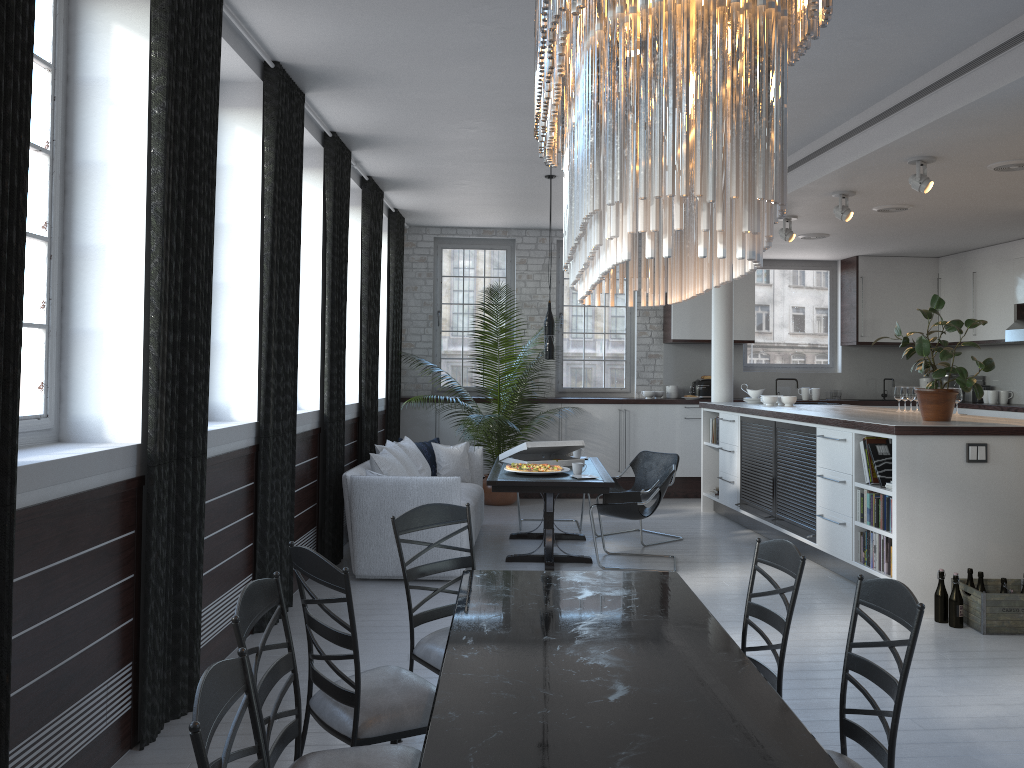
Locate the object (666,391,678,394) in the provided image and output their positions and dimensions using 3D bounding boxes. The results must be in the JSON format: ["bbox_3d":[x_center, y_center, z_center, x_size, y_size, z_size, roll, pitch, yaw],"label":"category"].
[{"bbox_3d":[2.007,0.118,11.106,0.154,0.074,0.153,1,0,-2],"label":"object"}]

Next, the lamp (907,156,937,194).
[{"bbox_3d":[2.808,-1.421,6.069,0.183,0.239,0.183,1,-1,-1],"label":"lamp"}]

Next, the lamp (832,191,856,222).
[{"bbox_3d":[2.708,-1.439,7.228,0.183,0.239,0.183,1,-1,-1],"label":"lamp"}]

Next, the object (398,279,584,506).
[{"bbox_3d":[-0.347,0.092,10.088,1.922,2.624,2.399,0,-1,43],"label":"object"}]

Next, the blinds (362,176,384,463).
[{"bbox_3d":[-1.338,-0.264,8.491,0.111,3.316,0.739,1,-1,1],"label":"blinds"}]

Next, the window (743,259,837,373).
[{"bbox_3d":[3.590,-0.884,11.505,1.298,1.459,0.133,1,-1,-5],"label":"window"}]

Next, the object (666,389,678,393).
[{"bbox_3d":[2.007,0.088,11.106,0.153,0.062,0.153,1,1,25],"label":"object"}]

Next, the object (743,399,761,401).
[{"bbox_3d":[2.642,0.181,9.604,0.262,0.028,0.261,1,1,19],"label":"object"}]

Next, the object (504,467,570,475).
[{"bbox_3d":[0.201,0.700,7.110,0.532,0.042,0.532,0,1,-8],"label":"object"}]

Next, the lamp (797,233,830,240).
[{"bbox_3d":[3.228,-1.579,9.493,0.328,0.025,0.328,0,1,-30],"label":"lamp"}]

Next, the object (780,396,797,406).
[{"bbox_3d":[2.771,0.173,8.872,0.156,0.093,0.156,1,0,10],"label":"object"}]

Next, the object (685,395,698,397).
[{"bbox_3d":[2.191,0.158,10.801,0.136,0.044,0.138,0,1,-43],"label":"object"}]

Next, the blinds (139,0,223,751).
[{"bbox_3d":[-1.433,-0.196,3.862,0.088,3.316,0.622,1,-1,1],"label":"blinds"}]

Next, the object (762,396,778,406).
[{"bbox_3d":[2.602,0.170,8.933,0.156,0.093,0.156,1,0,-5],"label":"object"}]

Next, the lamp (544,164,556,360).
[{"bbox_3d":[0.329,-1.137,7.623,0.114,1.854,1.055,1,-1,2],"label":"lamp"}]

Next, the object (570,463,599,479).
[{"bbox_3d":[0.546,0.675,6.893,0.176,0.097,0.301,1,1,-15],"label":"object"}]

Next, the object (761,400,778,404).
[{"bbox_3d":[2.727,0.195,9.302,0.235,0.041,0.235,0,1,-9],"label":"object"}]

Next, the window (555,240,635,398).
[{"bbox_3d":[1.131,-1.215,15.821,8.135,6.074,9.143,1,0,-5],"label":"window"}]

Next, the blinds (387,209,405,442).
[{"bbox_3d":[-1.331,-0.288,10.069,0.102,3.316,0.622,1,-1,1],"label":"blinds"}]

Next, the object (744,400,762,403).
[{"bbox_3d":[2.642,0.196,9.603,0.261,0.028,0.261,0,1,-16],"label":"object"}]

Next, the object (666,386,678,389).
[{"bbox_3d":[2.006,0.056,11.109,0.153,0.075,0.154,0,1,-37],"label":"object"}]

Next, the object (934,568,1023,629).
[{"bbox_3d":[2.877,1.311,5.393,0.556,0.325,0.289,1,0,22],"label":"object"}]

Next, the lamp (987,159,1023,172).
[{"bbox_3d":[3.512,-1.526,6.199,0.328,0.025,0.328,0,1,-7],"label":"lamp"}]

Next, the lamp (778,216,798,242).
[{"bbox_3d":[2.608,-1.458,8.387,0.183,0.239,0.183,1,-1,-1],"label":"lamp"}]

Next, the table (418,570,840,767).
[{"bbox_3d":[0.242,1.138,2.672,0.891,0.697,1.995,1,1,0],"label":"table"}]

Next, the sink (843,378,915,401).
[{"bbox_3d":[4.702,0.136,11.149,0.916,0.414,0.433,1,0,-5],"label":"sink"}]

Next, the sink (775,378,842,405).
[{"bbox_3d":[3.124,0.198,9.554,0.648,0.519,0.546,1,0,-5],"label":"sink"}]

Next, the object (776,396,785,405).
[{"bbox_3d":[2.756,0.170,9.048,0.156,0.093,0.156,0,0,-19],"label":"object"}]

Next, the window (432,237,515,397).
[{"bbox_3d":[-0.482,-0.842,11.153,1.033,1.993,0.133,1,-1,-5],"label":"window"}]

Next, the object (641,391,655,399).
[{"bbox_3d":[1.678,0.134,10.869,0.156,0.093,0.156,1,0,-6],"label":"object"}]

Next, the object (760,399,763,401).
[{"bbox_3d":[2.727,0.178,9.303,0.235,0.041,0.235,1,1,-6],"label":"object"}]

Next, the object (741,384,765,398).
[{"bbox_3d":[2.619,0.086,9.616,0.269,0.173,0.130,1,-1,24],"label":"object"}]

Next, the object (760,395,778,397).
[{"bbox_3d":[2.728,0.142,9.304,0.235,0.041,0.235,1,1,36],"label":"object"}]

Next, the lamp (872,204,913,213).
[{"bbox_3d":[3.370,-1.553,7.848,0.328,0.025,0.328,1,1,0],"label":"lamp"}]

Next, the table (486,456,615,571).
[{"bbox_3d":[0.312,1.063,7.564,0.959,0.703,1.917,1,1,2],"label":"table"}]

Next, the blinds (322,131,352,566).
[{"bbox_3d":[-1.370,-0.241,6.916,0.099,3.316,0.623,1,-1,1],"label":"blinds"}]

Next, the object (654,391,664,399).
[{"bbox_3d":[1.809,0.134,10.974,0.156,0.093,0.156,0,0,-24],"label":"object"}]

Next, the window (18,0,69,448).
[{"bbox_3d":[-1.839,-0.749,3.113,0.133,1.992,1.033,1,-1,1],"label":"window"}]

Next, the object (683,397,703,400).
[{"bbox_3d":[2.197,0.173,10.798,0.261,0.028,0.261,0,1,-17],"label":"object"}]

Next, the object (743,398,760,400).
[{"bbox_3d":[2.642,0.173,9.604,0.262,0.028,0.261,1,1,24],"label":"object"}]

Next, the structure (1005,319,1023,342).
[{"bbox_3d":[5.671,-0.570,9.146,0.522,0.250,1.042,1,1,-5],"label":"structure"}]

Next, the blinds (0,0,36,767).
[{"bbox_3d":[-1.448,-0.173,2.321,0.111,3.316,0.604,1,-1,1],"label":"blinds"}]

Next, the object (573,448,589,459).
[{"bbox_3d":[0.613,0.653,8.315,0.204,0.098,0.176,1,0,0],"label":"object"}]

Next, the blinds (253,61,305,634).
[{"bbox_3d":[-1.413,-0.219,5.403,0.102,3.316,0.622,1,-1,1],"label":"blinds"}]

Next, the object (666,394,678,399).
[{"bbox_3d":[2.009,0.154,11.108,0.153,0.055,0.153,1,1,38],"label":"object"}]

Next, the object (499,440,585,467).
[{"bbox_3d":[0.267,0.598,7.884,0.591,0.216,0.587,0,1,-26],"label":"object"}]

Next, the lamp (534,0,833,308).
[{"bbox_3d":[0.271,-0.995,1.733,0.440,1.627,1.272,1,-1,0],"label":"lamp"}]

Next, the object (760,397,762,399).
[{"bbox_3d":[2.727,0.160,9.303,0.235,0.041,0.235,0,1,-12],"label":"object"}]

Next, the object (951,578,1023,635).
[{"bbox_3d":[2.998,1.349,5.402,0.455,0.248,0.389,1,0,1],"label":"object"}]
